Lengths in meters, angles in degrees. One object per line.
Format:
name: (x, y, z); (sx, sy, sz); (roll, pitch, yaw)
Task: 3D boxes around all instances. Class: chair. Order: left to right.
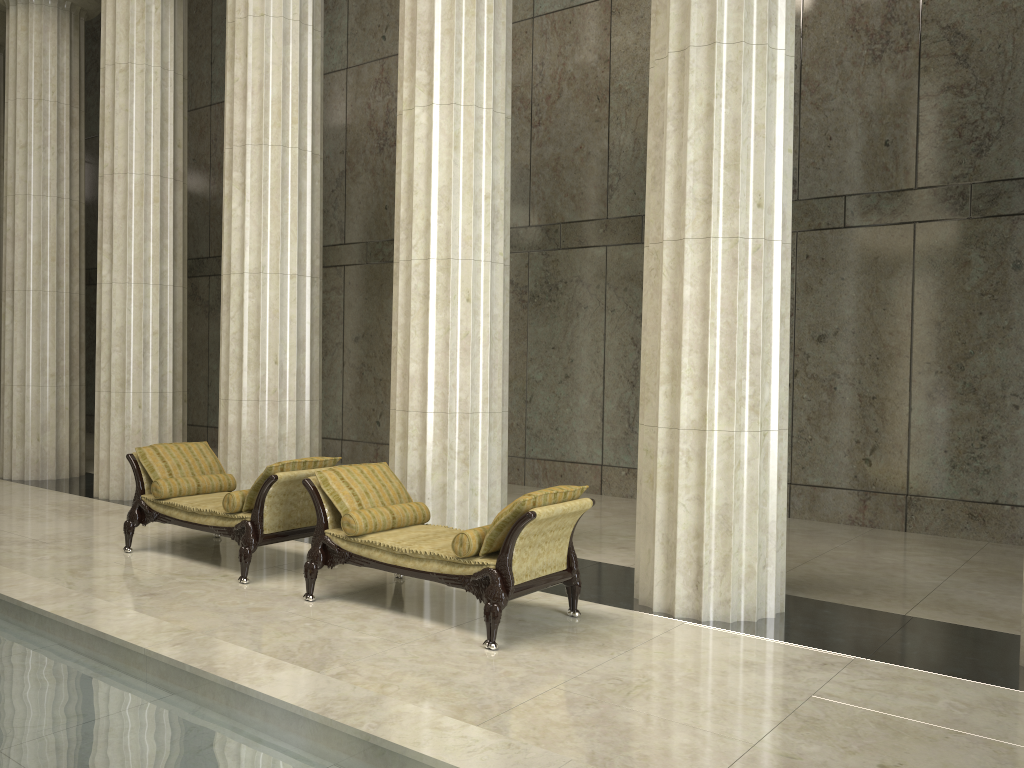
chair: (-2.484, 1.056, 7.804); (2.172, 0.950, 0.993); (2, 2, 37)
chair: (-0.516, 1.127, 6.317); (2.172, 0.950, 0.993); (2, 2, 37)

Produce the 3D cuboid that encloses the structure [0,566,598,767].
structure: (-3.683, 1.534, 3.829); (11.573, 0.508, 3.754); (2, 2, 37)
